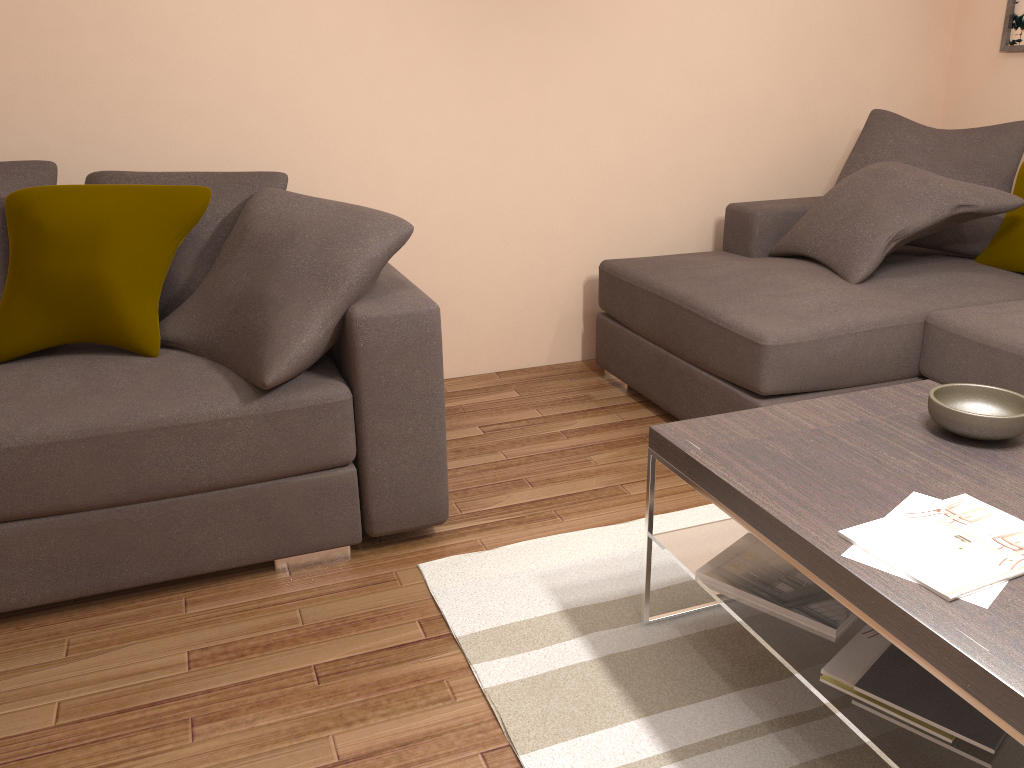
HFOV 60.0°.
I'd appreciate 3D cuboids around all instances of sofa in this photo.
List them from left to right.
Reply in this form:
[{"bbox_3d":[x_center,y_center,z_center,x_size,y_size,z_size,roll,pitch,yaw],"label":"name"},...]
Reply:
[{"bbox_3d":[-1.957,0.275,2.281,3.565,0.776,1.906,-8,21,-19],"label":"sofa"},{"bbox_3d":[1.897,0.036,2.790,1.906,0.776,3.565,-8,21,-19],"label":"sofa"}]

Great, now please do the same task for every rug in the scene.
[{"bbox_3d":[0.930,0.745,1.950,1.791,0.024,2.122,-8,21,-19],"label":"rug"}]

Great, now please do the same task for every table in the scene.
[{"bbox_3d":[0.927,0.479,1.864,0.856,0.558,1.110,-8,21,-19],"label":"table"}]

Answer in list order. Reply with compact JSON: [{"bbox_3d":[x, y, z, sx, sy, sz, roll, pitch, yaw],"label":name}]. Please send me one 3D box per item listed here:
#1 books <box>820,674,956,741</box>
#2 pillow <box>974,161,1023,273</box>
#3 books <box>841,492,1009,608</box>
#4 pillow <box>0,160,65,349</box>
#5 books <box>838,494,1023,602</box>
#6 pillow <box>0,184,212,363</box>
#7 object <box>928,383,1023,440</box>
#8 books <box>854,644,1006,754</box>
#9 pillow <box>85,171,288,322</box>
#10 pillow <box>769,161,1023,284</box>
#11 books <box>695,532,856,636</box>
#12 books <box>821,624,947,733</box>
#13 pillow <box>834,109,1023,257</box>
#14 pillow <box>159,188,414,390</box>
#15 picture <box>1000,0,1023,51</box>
[{"bbox_3d":[0.787,0.549,1.717,0.241,0.013,0.332,18,27,41],"label":"books"},{"bbox_3d":[2.137,-0.617,3.474,0.335,0.486,0.631,-7,21,-17],"label":"pillow"},{"bbox_3d":[0.778,0.289,1.587,0.241,0.008,0.332,17,27,41],"label":"books"},{"bbox_3d":[-1.846,-0.385,2.796,0.783,0.590,0.459,-6,21,-15],"label":"pillow"},{"bbox_3d":[0.796,0.283,1.582,0.332,0.010,0.241,-10,22,-24],"label":"books"},{"bbox_3d":[-1.258,-0.345,2.715,0.658,0.492,0.382,0,20,4],"label":"pillow"},{"bbox_3d":[1.074,0.073,2.041,0.219,0.081,0.219,-6,21,-15],"label":"object"},{"bbox_3d":[0.833,0.545,1.670,0.241,0.008,0.332,17,27,41],"label":"books"},{"bbox_3d":[-1.171,-0.391,3.025,0.811,0.635,0.399,7,21,21],"label":"pillow"},{"bbox_3d":[1.504,-0.672,3.612,0.645,0.415,0.792,-6,20,-14],"label":"pillow"},{"bbox_3d":[0.622,0.444,1.998,0.332,0.026,0.241,17,26,40],"label":"books"},{"bbox_3d":[0.792,0.535,1.725,0.241,0.008,0.332,18,27,42],"label":"books"},{"bbox_3d":[1.792,-0.888,3.873,0.806,0.578,0.483,8,22,23],"label":"pillow"},{"bbox_3d":[-0.712,-0.307,2.647,0.749,0.470,0.560,15,25,38],"label":"pillow"},{"bbox_3d":[2.574,-1.796,3.569,0.032,0.835,1.260,-8,21,-19],"label":"picture"}]
